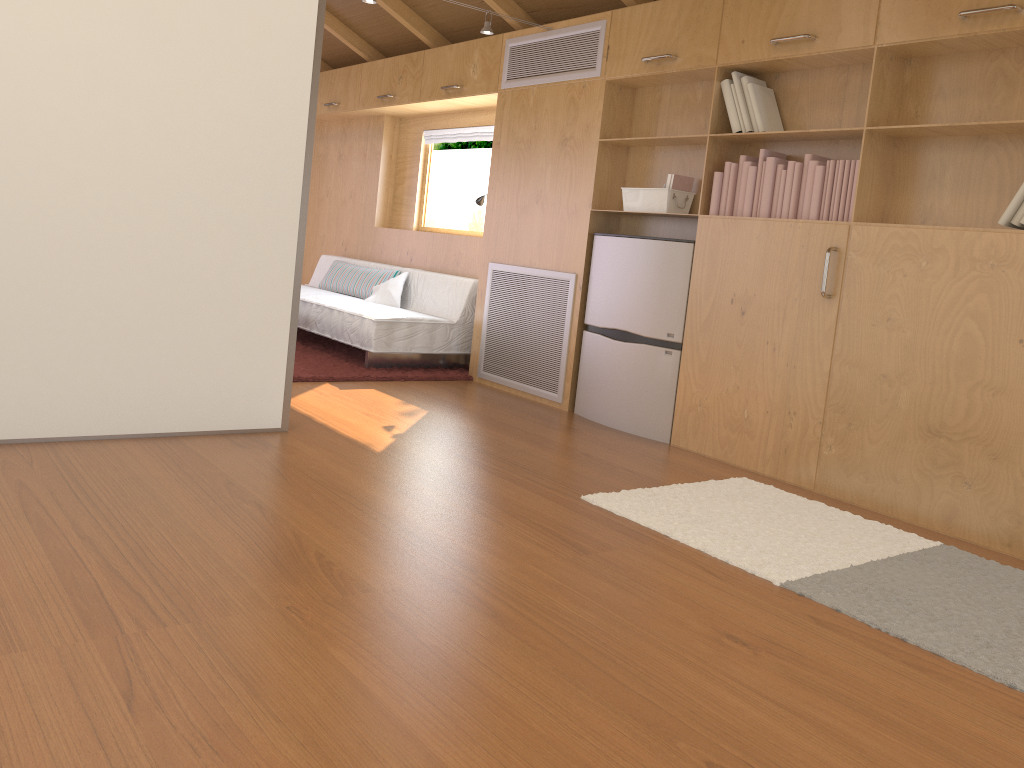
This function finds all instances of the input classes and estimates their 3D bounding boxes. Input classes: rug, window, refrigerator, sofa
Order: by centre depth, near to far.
[{"bbox_3d":[1.724,0.755,1.974,0.916,0.011,3.755,-1,11,-37],"label":"rug"},{"bbox_3d":[0.664,-0.263,4.567,0.261,0.980,0.719,3,7,-38],"label":"refrigerator"},{"bbox_3d":[-1.524,-0.252,6.169,1.883,0.020,2.503,-1,11,-37],"label":"rug"},{"bbox_3d":[-0.241,-1.459,6.397,0.035,0.785,1.510,3,8,-38],"label":"window"},{"bbox_3d":[-1.195,-0.585,6.508,0.862,0.624,2.376,1,10,-37],"label":"sofa"}]

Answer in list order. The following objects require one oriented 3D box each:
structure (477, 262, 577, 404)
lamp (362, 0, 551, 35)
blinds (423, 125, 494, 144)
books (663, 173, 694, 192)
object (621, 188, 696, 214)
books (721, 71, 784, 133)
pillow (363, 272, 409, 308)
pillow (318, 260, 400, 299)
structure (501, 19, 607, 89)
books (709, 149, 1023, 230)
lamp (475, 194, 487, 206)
[{"bbox_3d":[0.069,-0.324,5.190,0.013,0.716,0.827,3,8,-38],"label":"structure"},{"bbox_3d":[-1.308,-1.972,3.939,3.825,0.152,0.073,-1,8,-37],"label":"lamp"},{"bbox_3d":[-0.246,-1.793,6.339,0.047,0.110,1.511,2,9,-37],"label":"blinds"},{"bbox_3d":[0.821,-0.950,4.433,0.150,0.191,0.089,1,7,-38],"label":"books"},{"bbox_3d":[0.740,-0.932,4.533,0.203,0.122,0.353,0,10,-37],"label":"object"},{"bbox_3d":[1.113,-1.289,4.092,0.175,0.295,0.282,2,8,-38],"label":"books"},{"bbox_3d":[-0.890,-0.683,6.285,0.346,0.250,0.268,8,7,16],"label":"pillow"},{"bbox_3d":[-1.202,-0.799,6.826,0.171,0.250,1.051,2,10,-37],"label":"pillow"},{"bbox_3d":[0.222,-1.884,5.089,0.013,0.299,0.911,3,9,-38],"label":"structure"},{"bbox_3d":[1.959,-0.826,2.952,0.188,0.654,3.137,2,9,-38],"label":"books"},{"bbox_3d":[-0.211,-0.659,5.761,0.256,1.189,0.183,9,5,28],"label":"lamp"}]
